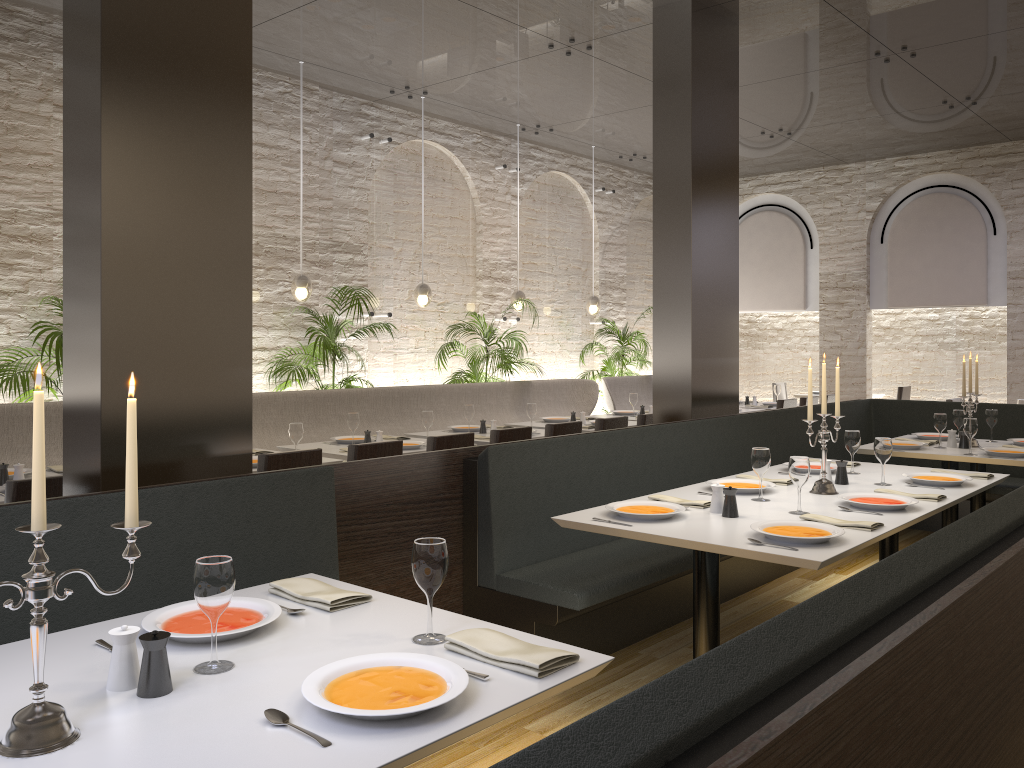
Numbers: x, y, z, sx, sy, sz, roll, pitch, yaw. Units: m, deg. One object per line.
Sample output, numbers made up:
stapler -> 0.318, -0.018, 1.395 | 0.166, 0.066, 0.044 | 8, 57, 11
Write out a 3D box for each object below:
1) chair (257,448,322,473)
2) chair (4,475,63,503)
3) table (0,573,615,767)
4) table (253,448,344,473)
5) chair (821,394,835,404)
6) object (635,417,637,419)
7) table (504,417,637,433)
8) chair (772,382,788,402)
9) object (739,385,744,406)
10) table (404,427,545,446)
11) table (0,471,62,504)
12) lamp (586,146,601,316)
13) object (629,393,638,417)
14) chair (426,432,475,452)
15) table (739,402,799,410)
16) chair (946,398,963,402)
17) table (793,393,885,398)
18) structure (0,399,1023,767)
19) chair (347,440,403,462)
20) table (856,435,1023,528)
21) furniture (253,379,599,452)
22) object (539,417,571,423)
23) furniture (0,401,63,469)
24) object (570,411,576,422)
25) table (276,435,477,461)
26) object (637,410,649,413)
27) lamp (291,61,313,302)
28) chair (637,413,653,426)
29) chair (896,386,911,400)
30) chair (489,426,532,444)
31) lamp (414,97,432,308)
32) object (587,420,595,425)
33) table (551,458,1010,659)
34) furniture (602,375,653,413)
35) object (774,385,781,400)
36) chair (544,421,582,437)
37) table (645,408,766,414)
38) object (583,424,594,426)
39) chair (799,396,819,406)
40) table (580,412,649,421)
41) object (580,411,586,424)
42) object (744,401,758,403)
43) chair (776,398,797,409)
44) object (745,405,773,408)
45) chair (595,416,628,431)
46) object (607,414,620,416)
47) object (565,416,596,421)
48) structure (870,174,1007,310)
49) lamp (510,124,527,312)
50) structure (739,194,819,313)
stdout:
chair -> -1.310, 0.789, 4.711 | 0.566, 0.906, 0.412 | 1, 1, 41
chair -> -2.074, 0.826, 3.837 | 0.566, 0.906, 0.412 | 1, 1, 41
table -> -1.023, 1.003, 1.345 | 1.101, 0.760, 2.539 | 1, 3, 41
table -> -1.692, 0.839, 5.247 | 0.936, 0.760, 1.011 | 1, 2, 41
chair -> 3.388, 0.564, 10.087 | 0.566, 0.906, 0.412 | 1, 1, 41
object -> 1.305, 0.324, 8.275 | 0.273, 0.033, 0.143 | 2, 3, 41
table -> 0.609, 0.729, 7.879 | 0.936, 0.760, 1.011 | 1, 2, 41
chair -> 4.161, 0.440, 13.047 | 0.566, 0.906, 0.412 | 1, 1, 41
object -> 2.648, 0.133, 10.301 | 0.086, 0.231, 0.086 | 0, 0, -19
table -> -0.162, 0.766, 6.998 | 0.936, 0.760, 1.011 | 1, 2, 41
table -> -2.437, 0.875, 4.394 | 0.936, 0.760, 1.011 | 1, 2, 41
lamp -> 0.984, -1.846, 10.689 | 0.178, 2.041, 0.178 | 0, 0, 20
object -> 1.184, 0.203, 8.626 | 0.086, 0.231, 0.086 | 0, 0, -19
chair -> -0.547, 0.753, 5.584 | 0.566, 0.906, 0.412 | 1, 1, 41
table -> 2.821, 0.623, 10.411 | 0.936, 0.760, 1.011 | 1, 2, 41
chair -> 4.736, 0.611, 8.970 | 0.566, 0.906, 0.412 | 1, 1, 41
table -> 4.660, 0.530, 12.617 | 0.936, 0.760, 1.011 | 1, 2, 41
structure -> 0.380, 0.816, 2.921 | 2.372, 1.000, 10.750 | 2, 3, 41
chair -> -0.938, 0.772, 5.137 | 0.566, 0.906, 0.412 | 1, 1, 41
table -> 3.084, 0.806, 6.045 | 1.101, 0.760, 1.188 | 1, 2, 41
furniture -> -0.455, 0.564, 7.810 | 0.709, 1.097, 4.477 | 1, 2, 41
object -> 0.404, 0.326, 8.058 | 0.322, 0.036, 0.322 | 1, 3, 19
furniture -> -3.508, 0.710, 4.316 | 0.709, 1.097, 4.477 | 1, 2, 41
object -> 0.543, 0.296, 7.846 | 0.059, 0.109, 0.059 | 0, 1, 33
table -> -0.926, 0.803, 6.123 | 0.936, 0.760, 1.011 | 1, 2, 41
object -> 1.378, 0.288, 9.145 | 0.273, 0.033, 0.143 | 2, 3, 41
lamp -> -1.785, -1.713, 7.522 | 0.178, 2.041, 0.178 | 0, 0, -28
chair -> 0.957, 0.681, 7.305 | 0.566, 0.906, 0.412 | 1, 1, 41
chair -> 5.148, 0.476, 12.183 | 0.566, 0.906, 0.412 | 1, 1, 41
chair -> -0.178, 0.735, 6.007 | 0.566, 0.906, 0.412 | 1, 1, 41
lamp -> -0.861, -1.758, 8.578 | 0.178, 2.041, 0.178 | 0, 0, 26
object -> 0.807, 0.341, 7.703 | 0.322, 0.036, 0.322 | 1, 3, 19
table -> 1.402, 0.887, 4.120 | 1.101, 0.760, 2.539 | 1, 3, 41
furniture -> 1.965, 0.448, 10.578 | 0.707, 1.097, 2.585 | 1, 2, 41
object -> 3.138, 0.126, 10.475 | 0.086, 0.231, 0.086 | 0, 0, -19
chair -> 0.193, 0.717, 6.431 | 0.566, 0.906, 0.412 | 1, 1, 41
table -> 2.071, 0.659, 9.552 | 0.936, 0.760, 1.011 | 1, 2, 41
object -> 0.683, 0.354, 7.568 | 0.181, 0.015, 0.038 | 2, 3, 43
chair -> 3.008, 0.582, 9.652 | 0.566, 0.906, 0.412 | 1, 1, 41
table -> 1.345, 0.694, 8.721 | 0.936, 0.760, 1.011 | 1, 2, 41
object -> 0.626, 0.296, 7.834 | 0.059, 0.109, 0.059 | 0, 1, 33
object -> 2.855, 0.217, 10.835 | 0.273, 0.033, 0.143 | 2, 3, 41
chair -> 2.639, 0.600, 9.230 | 0.566, 0.906, 0.412 | 1, 1, 41
object -> 2.782, 0.253, 9.964 | 0.273, 0.033, 0.143 | 2, 3, 41
chair -> 0.582, 0.699, 6.877 | 0.566, 0.906, 0.412 | 1, 1, 41
object -> 1.016, 0.307, 8.764 | 0.185, 0.010, 0.017 | 2, 3, 41
object -> 0.642, 0.323, 8.303 | 0.273, 0.033, 0.143 | 2, 3, 41
structure -> 5.318, -1.792, 11.102 | 1.634, 1.675, 0.098 | 1, 1, 41
lamp -> 0.070, -1.802, 9.644 | 0.178, 2.041, 0.178 | 0, 0, 20
structure -> 3.616, -1.855, 12.590 | 1.634, 1.675, 0.098 | 1, 1, 41
